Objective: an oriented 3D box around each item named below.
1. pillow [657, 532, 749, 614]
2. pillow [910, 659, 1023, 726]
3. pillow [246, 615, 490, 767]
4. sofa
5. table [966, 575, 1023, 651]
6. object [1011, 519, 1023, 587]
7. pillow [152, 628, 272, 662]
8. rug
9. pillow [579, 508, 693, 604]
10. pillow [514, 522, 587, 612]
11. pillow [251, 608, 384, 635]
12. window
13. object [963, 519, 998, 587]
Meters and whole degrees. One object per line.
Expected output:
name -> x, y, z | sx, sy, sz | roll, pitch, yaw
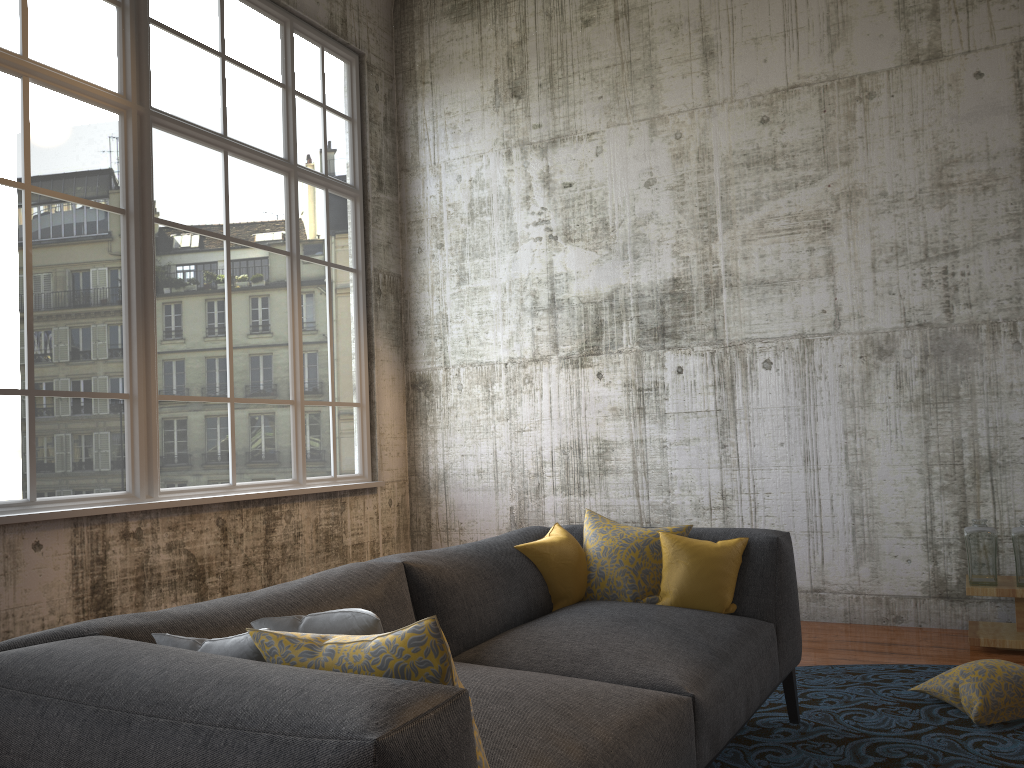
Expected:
pillow -> 0.737, 0.745, 3.499 | 0.434, 0.318, 0.169 | -2, -2, 2
pillow -> 2.075, 1.316, 3.827 | 0.503, 0.247, 0.482 | -2, -4, -7
pillow -> -0.249, 0.645, 1.765 | 0.537, 0.445, 0.260 | -4, -3, 34
sofa -> -0.051, 0.996, 2.802 | 1.363, 0.860, 3.006 | -4, -4, 29
table -> 2.975, 1.269, 4.831 | 0.876, 0.358, 0.475 | -4, -4, 27
object -> 2.805, 0.916, 4.804 | 0.163, 0.361, 0.163 | -3, -3, 30
pillow -> -0.584, 0.674, 1.947 | 0.435, 0.318, 0.168 | -4, -3, 27
rug -> 1.628, 1.318, 2.237 | 4.845, 0.009, 4.855 | -1, -4, -17
pillow -> 0.458, 0.749, 3.677 | 0.537, 0.445, 0.260 | -4, -3, 34
pillow -> 0.200, 0.777, 3.677 | 0.229, 0.371, 0.405 | -4, -4, 36
pillow -> -0.387, 0.648, 1.975 | 0.365, 0.314, 0.171 | -3, -3, 17
window -> -2.126, -1.001, 5.068 | 0.050, 3.431, 4.286 | -3, -3, 27
object -> 2.600, 0.931, 4.910 | 0.163, 0.361, 0.163 | -3, -3, 25
